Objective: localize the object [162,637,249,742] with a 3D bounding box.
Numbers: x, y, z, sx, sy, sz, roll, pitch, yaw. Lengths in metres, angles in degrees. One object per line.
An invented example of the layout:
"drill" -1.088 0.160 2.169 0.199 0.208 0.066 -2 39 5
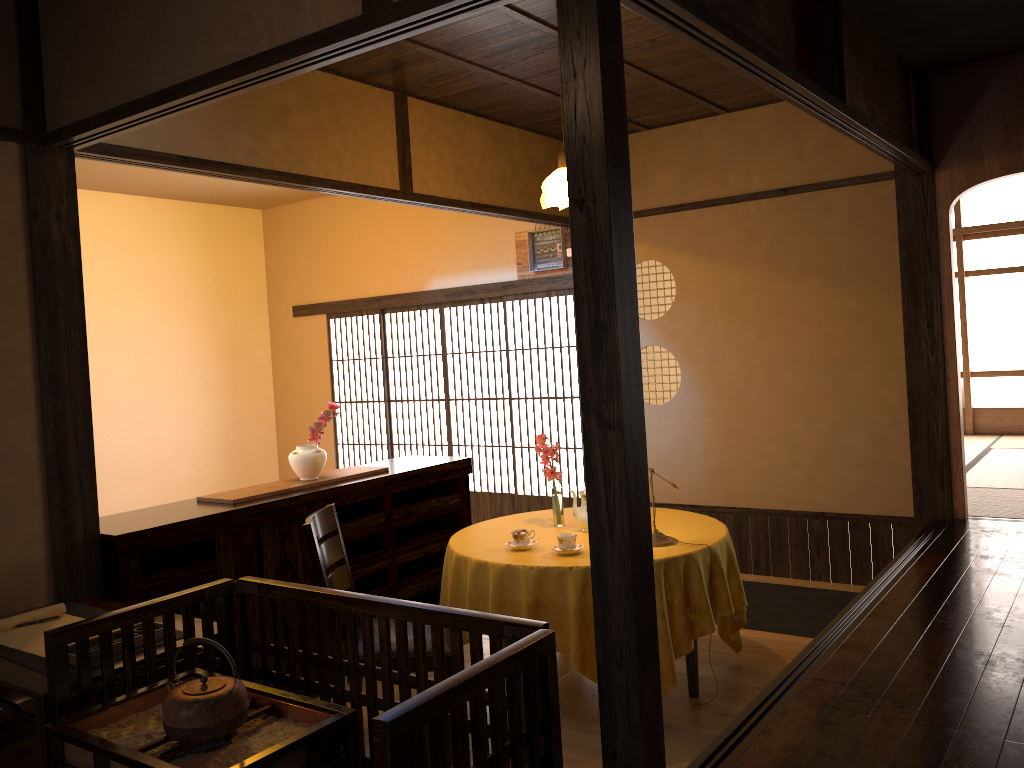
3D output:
"object" -0.739 0.717 2.128 0.198 0.216 0.198 -4 1 -16

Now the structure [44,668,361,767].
"structure" -0.746 0.956 2.145 0.665 0.300 0.453 -2 2 35

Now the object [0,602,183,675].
"object" -1.391 0.782 2.766 0.760 0.003 0.405 -2 3 38

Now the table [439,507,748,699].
"table" 0.373 1.047 4.207 1.443 0.695 1.445 -2 2 36

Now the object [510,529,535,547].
"object" 0.042 0.686 3.938 0.090 0.076 0.099 -4 2 -30

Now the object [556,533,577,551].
"object" 0.235 0.680 3.797 0.090 0.076 0.099 -3 2 20

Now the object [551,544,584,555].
"object" 0.239 0.712 3.802 0.144 0.024 0.144 -4 2 -4

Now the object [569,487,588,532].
"object" 0.384 0.571 4.232 0.154 0.252 0.163 -4 1 -41

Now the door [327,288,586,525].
"door" -0.530 0.322 7.355 2.646 2.000 0.066 -2 1 35

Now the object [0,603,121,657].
"object" -1.442 0.765 2.785 0.429 0.038 0.276 -2 3 36

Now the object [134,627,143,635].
"object" -1.123 0.752 2.683 0.040 0.021 0.040 -4 2 -2

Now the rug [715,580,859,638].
"rug" 0.879 1.307 5.590 2.953 0.005 0.902 -2 3 35

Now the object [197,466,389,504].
"object" -1.055 0.492 4.408 0.267 0.020 0.999 -2 3 35

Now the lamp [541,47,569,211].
"lamp" 0.242 -1.244 4.199 0.277 0.810 0.249 -4 1 -33

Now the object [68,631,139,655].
"object" -1.203 0.762 2.583 0.082 0.019 0.201 -2 3 36

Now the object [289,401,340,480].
"object" -0.987 0.285 4.510 0.189 0.378 0.321 -3 2 44

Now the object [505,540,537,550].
"object" 0.042 0.719 3.942 0.144 0.024 0.144 -4 2 -4

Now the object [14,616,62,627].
"object" -1.554 0.779 2.907 0.141 0.010 0.012 -5 2 -39

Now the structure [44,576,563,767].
"structure" -0.518 0.842 2.155 1.196 0.499 0.598 -2 2 35

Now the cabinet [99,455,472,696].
"cabinet" -1.034 0.988 4.383 0.489 0.970 2.188 -3 2 35

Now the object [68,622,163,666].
"object" -1.169 0.759 2.609 0.121 0.028 0.296 -2 3 36

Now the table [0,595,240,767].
"table" -1.373 0.952 2.762 0.879 0.336 0.601 -2 2 35

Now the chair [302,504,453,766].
"chair" -0.518 0.994 3.643 0.577 0.960 0.491 -4 1 0

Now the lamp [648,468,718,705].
"lamp" 0.642 0.788 3.900 0.511 1.202 0.198 -3 1 36
